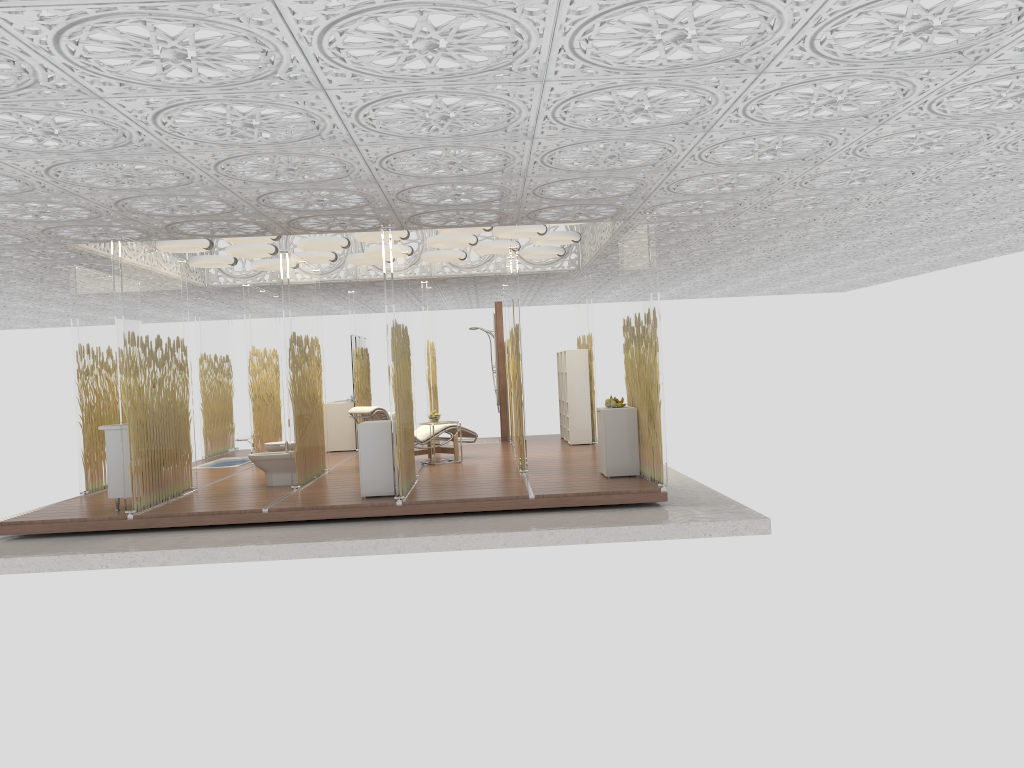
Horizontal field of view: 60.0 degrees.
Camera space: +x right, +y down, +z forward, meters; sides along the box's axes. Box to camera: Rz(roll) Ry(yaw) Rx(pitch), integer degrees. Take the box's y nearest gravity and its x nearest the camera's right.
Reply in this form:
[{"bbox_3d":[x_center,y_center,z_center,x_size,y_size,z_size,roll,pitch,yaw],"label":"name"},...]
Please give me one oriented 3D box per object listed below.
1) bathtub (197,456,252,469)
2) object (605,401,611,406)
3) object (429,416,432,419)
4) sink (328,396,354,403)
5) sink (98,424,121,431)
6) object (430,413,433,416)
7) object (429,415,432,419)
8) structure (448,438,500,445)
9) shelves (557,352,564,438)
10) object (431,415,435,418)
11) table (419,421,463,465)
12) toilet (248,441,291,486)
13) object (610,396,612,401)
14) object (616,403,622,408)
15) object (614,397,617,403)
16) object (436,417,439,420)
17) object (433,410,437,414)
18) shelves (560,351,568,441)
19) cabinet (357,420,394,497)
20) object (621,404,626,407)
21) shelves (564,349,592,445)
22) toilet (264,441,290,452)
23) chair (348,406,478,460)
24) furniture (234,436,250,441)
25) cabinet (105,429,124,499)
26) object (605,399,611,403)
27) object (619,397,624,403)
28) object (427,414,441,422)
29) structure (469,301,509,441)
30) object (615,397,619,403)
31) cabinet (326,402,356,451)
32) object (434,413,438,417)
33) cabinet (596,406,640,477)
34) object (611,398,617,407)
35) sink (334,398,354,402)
[{"bbox_3d":[-4.305,1.304,13.545,0.700,0.582,1.700,-3,1,-2],"label":"bathtub"},{"bbox_3d":[1.047,0.221,9.653,0.066,0.065,0.091,-3,1,13],"label":"object"},{"bbox_3d":[-1.084,0.442,11.814,0.040,0.040,0.039,-3,1,-10],"label":"object"},{"bbox_3d":[-2.845,0.334,14.868,0.499,0.266,0.573,-3,1,1],"label":"sink"},{"bbox_3d":[-3.874,0.442,8.892,0.454,0.263,0.603,-3,1,-2],"label":"sink"},{"bbox_3d":[-1.074,0.404,11.798,0.047,0.045,0.047,-3,1,-1],"label":"object"},{"bbox_3d":[-1.086,0.440,11.856,0.058,0.058,0.058,-3,1,-35],"label":"object"},{"bbox_3d":[-0.657,1.020,15.444,0.879,0.039,1.053,-3,1,-2],"label":"structure"},{"bbox_3d":[0.986,0.179,15.231,0.344,1.460,0.366,-3,1,-2],"label":"shelves"},{"bbox_3d":[-1.047,0.437,11.791,0.047,0.045,0.047,-3,1,3],"label":"object"},{"bbox_3d":[-0.953,0.778,11.839,0.420,0.535,0.420,-3,1,-32],"label":"table"},{"bbox_3d":[-2.730,0.920,10.248,0.611,0.506,0.401,-3,1,-2],"label":"toilet"},{"bbox_3d":[1.098,0.163,9.712,0.035,0.084,0.200,-2,1,20],"label":"object"},{"bbox_3d":[1.159,0.228,9.619,0.055,0.055,0.066,-3,1,-44],"label":"object"},{"bbox_3d":[1.133,0.184,9.710,0.032,0.085,0.186,-3,1,10],"label":"object"},{"bbox_3d":[-0.991,0.453,11.820,0.045,0.042,0.045,-3,1,-7],"label":"object"},{"bbox_3d":[-1.032,0.378,11.842,0.055,0.056,0.055,-3,1,-2],"label":"object"},{"bbox_3d":[1.006,0.187,14.528,0.344,1.460,0.366,-3,1,-2],"label":"shelves"},{"bbox_3d":[-1.327,0.739,8.986,0.358,0.712,0.595,-3,1,-2],"label":"cabinet"},{"bbox_3d":[1.196,0.206,9.737,0.035,0.092,0.194,-3,1,-32],"label":"object"},{"bbox_3d":[1.025,0.194,13.825,0.344,1.460,0.366,-3,1,-2],"label":"shelves"},{"bbox_3d":[-2.750,0.939,11.004,0.611,0.437,0.401,-3,1,-2],"label":"toilet"},{"bbox_3d":[-1.317,0.667,12.087,1.787,0.811,0.635,-3,1,-42],"label":"chair"},{"bbox_3d":[-3.910,0.799,13.186,0.178,0.014,0.977,-3,1,-2],"label":"furniture"},{"bbox_3d":[-3.792,0.765,8.901,0.316,0.678,0.580,-3,1,-2],"label":"cabinet"},{"bbox_3d":[1.065,0.196,9.770,0.077,0.067,0.078,-3,1,0],"label":"object"},{"bbox_3d":[1.189,0.181,9.732,0.051,0.079,0.186,-3,1,-23],"label":"object"},{"bbox_3d":[-1.036,0.457,11.849,0.206,0.105,0.206,-2,1,43],"label":"object"},{"bbox_3d":[-0.378,-0.214,15.364,0.624,2.402,0.433,-3,1,-15],"label":"structure"},{"bbox_3d":[1.152,0.175,9.697,0.045,0.064,0.202,-3,1,2],"label":"object"},{"bbox_3d":[-2.844,0.703,14.869,0.549,0.782,0.643,-3,1,-2],"label":"cabinet"},{"bbox_3d":[-1.009,0.413,11.812,0.055,0.054,0.050,-3,1,-32],"label":"object"},{"bbox_3d":[1.149,0.614,9.668,0.358,0.712,0.595,-3,1,-2],"label":"cabinet"},{"bbox_3d":[1.100,0.203,9.604,0.064,0.097,0.064,-3,1,-11],"label":"object"},{"bbox_3d":[-2.865,0.326,15.585,0.499,0.266,0.573,-3,1,-4],"label":"sink"}]
